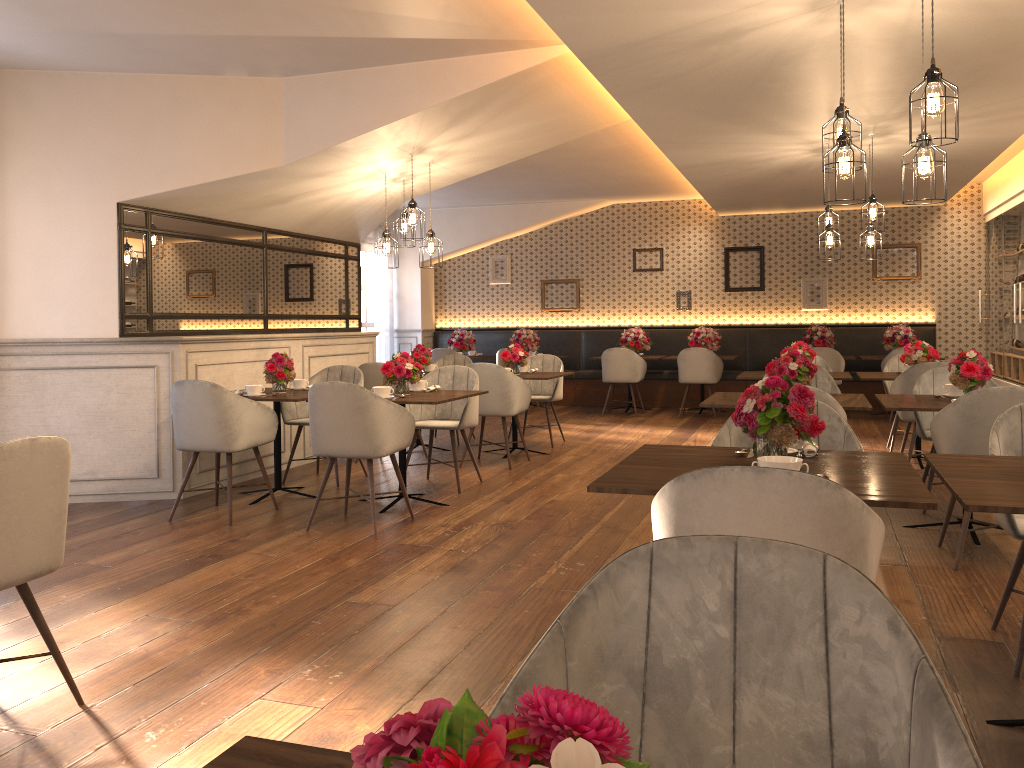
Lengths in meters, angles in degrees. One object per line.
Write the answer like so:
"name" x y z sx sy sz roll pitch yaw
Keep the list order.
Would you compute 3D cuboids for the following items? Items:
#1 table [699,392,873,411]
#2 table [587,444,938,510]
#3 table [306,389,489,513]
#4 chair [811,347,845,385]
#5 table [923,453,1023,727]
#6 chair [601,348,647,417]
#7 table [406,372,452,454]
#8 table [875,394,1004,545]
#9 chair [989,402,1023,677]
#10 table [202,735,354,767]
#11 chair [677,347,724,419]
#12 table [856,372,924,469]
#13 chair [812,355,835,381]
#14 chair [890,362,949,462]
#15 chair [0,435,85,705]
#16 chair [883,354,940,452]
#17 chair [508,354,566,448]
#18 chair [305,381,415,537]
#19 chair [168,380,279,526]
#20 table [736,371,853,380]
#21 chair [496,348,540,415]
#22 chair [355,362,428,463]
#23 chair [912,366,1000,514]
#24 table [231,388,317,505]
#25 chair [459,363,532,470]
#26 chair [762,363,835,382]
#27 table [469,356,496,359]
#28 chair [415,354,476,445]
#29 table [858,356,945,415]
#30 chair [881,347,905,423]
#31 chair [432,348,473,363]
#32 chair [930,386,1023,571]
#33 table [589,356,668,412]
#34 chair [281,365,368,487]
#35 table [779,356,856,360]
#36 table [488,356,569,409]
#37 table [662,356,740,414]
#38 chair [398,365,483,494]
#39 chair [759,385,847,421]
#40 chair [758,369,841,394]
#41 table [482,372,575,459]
"table" 1.616 0.447 5.215 0.896 0.720 0.898 0 3 19
"table" 0.784 0.622 2.775 0.896 0.720 0.898 0 3 19
"table" -0.726 0.432 5.858 0.896 0.720 0.898 0 3 19
"chair" 3.654 -0.010 10.494 0.565 0.872 0.527 0 2 19
"table" 1.692 0.632 2.466 0.896 0.720 0.898 0 3 19
"chair" 1.406 -0.035 11.260 0.565 0.872 0.527 0 2 19
"table" -0.884 0.264 8.368 0.896 0.720 0.898 0 3 19
"table" 2.524 0.457 4.905 0.896 0.720 0.898 0 3 19
"chair" 1.954 0.512 3.069 0.565 0.872 0.527 0 2 19
"table" -0.015 0.790 0.430 0.896 0.720 0.898 0 3 19
"chair" 2.314 -0.025 10.951 0.565 0.872 0.527 0 2 19
"table" 3.323 0.289 7.251 0.896 0.720 0.898 0 3 19
"chair" 2.677 0.159 8.164 0.565 0.872 0.527 0 2 19
"chair" 3.142 0.259 6.602 0.565 0.872 0.527 0 2 19
"chair" -1.628 0.585 2.631 0.526 0.872 0.566 0 2 19
"chair" 3.585 0.169 7.855 0.565 0.872 0.527 0 2 19
"chair" 0.242 0.154 8.677 0.565 0.872 0.527 0 2 19
"chair" -0.906 0.402 5.210 0.565 0.872 0.527 0 2 19
"chair" -1.814 0.392 5.520 0.565 0.872 0.527 0 2 19
"table" 2.415 0.279 7.561 0.896 0.720 0.898 0 3 19
"chair" 0.065 -0.049 11.717 0.565 0.872 0.527 0 2 19
"chair" -1.065 0.234 7.719 0.565 0.872 0.527 0 2 19
"chair" 2.785 0.337 5.510 0.565 0.872 0.527 0 2 19
"table" -1.633 0.422 6.168 0.896 0.720 0.898 0 3 19
"chair" -0.157 0.244 7.409 0.565 0.872 0.527 0 2 19
"chair" 2.234 0.249 6.912 0.565 0.872 0.527 0 2 19
"table" -0.661 -0.030 12.675 0.896 0.720 0.898 0 3 19
"chair" -0.666 0.144 8.986 0.565 0.872 0.527 0 2 19
"table" 4.743 0.030 10.833 0.896 0.720 0.898 0 3 19
"chair" 4.562 0.000 10.184 0.565 0.872 0.527 0 2 19
"chair" -0.843 -0.059 12.027 0.565 0.872 0.527 0 2 19
"chair" 2.343 0.427 4.257 0.565 0.872 0.527 0 2 19
"table" 1.587 -0.005 11.909 0.896 0.720 0.898 0 3 19
"chair" -1.416 0.302 6.787 0.565 0.872 0.527 0 2 19
"table" 3.835 0.020 11.142 0.896 0.720 0.898 0 3 19
"table" 0.246 -0.020 12.366 0.896 0.720 0.898 0 3 19
"table" 2.495 0.005 11.599 0.896 0.720 0.898 0 3 19
"chair" -0.508 0.312 6.477 0.565 0.872 0.527 0 2 19
"chair" 1.435 0.417 4.567 0.565 0.872 0.527 0 2 19
"chair" 1.877 0.327 5.819 0.565 0.872 0.527 0 2 19
"table" 0.024 0.274 8.058 0.896 0.720 0.898 0 3 19
